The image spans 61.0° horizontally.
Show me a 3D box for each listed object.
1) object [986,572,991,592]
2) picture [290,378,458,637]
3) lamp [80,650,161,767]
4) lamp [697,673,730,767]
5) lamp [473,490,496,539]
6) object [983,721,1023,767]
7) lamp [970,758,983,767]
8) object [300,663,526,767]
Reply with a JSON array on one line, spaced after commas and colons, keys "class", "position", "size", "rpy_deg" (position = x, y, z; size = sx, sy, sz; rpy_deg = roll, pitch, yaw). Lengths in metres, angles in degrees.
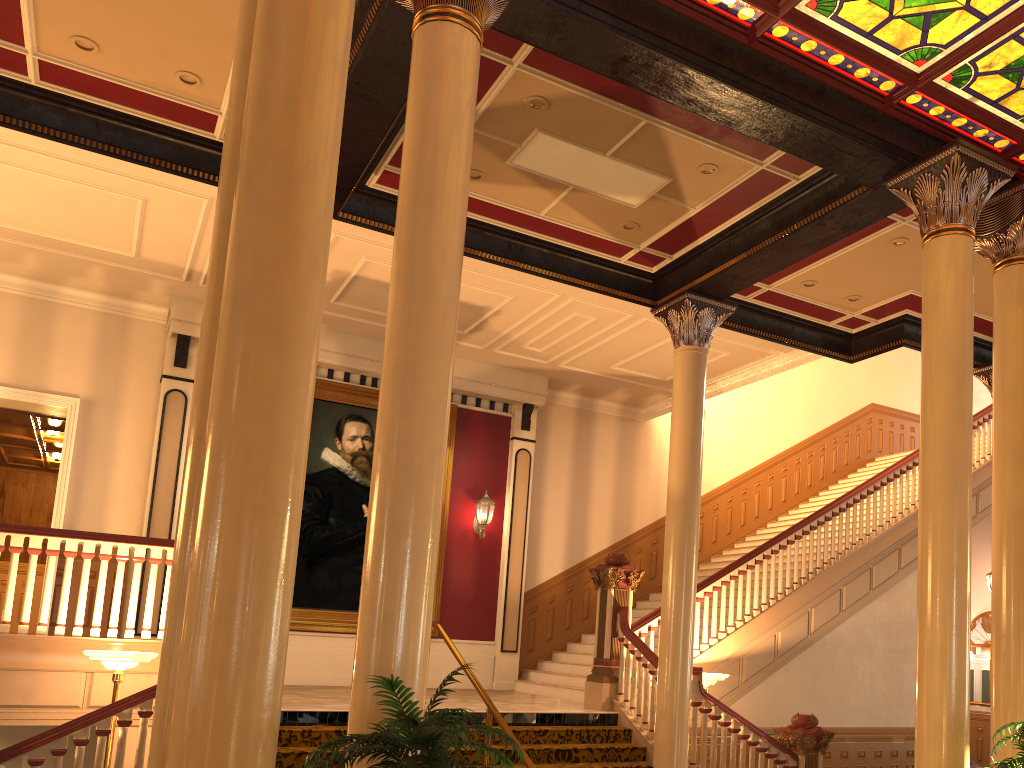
[{"class": "object", "position": [-1.757, 0.276, 5.711], "size": [0.647, 4.215, 31.652], "rpy_deg": [-4, -16, 44]}, {"class": "picture", "position": [-2.084, 1.742, 12.151], "size": [2.654, 3.378, 0.054], "rpy_deg": [9, -9, -28]}, {"class": "lamp", "position": [-3.158, 3.091, 6.741], "size": [0.612, 1.970, 0.561], "rpy_deg": [11, -11, -44]}, {"class": "lamp", "position": [2.072, 4.188, 9.529], "size": [0.588, 1.970, 0.585], "rpy_deg": [5, -8, -8]}, {"class": "lamp", "position": [-0.422, 1.941, 12.879], "size": [0.331, 0.714, 0.388], "rpy_deg": [8, -10, -26]}, {"class": "object", "position": [3.364, 2.928, 5.335], "size": [1.049, 2.105, 1.089], "rpy_deg": [0, -10, 22]}, {"class": "lamp", "position": [4.829, 4.193, 9.325], "size": [0.333, 0.411, 0.313], "rpy_deg": [10, -12, -30]}, {"class": "object", "position": [-0.364, 2.143, 3.321], "size": [1.136, 2.106, 1.007], "rpy_deg": [11, -11, -37]}]
